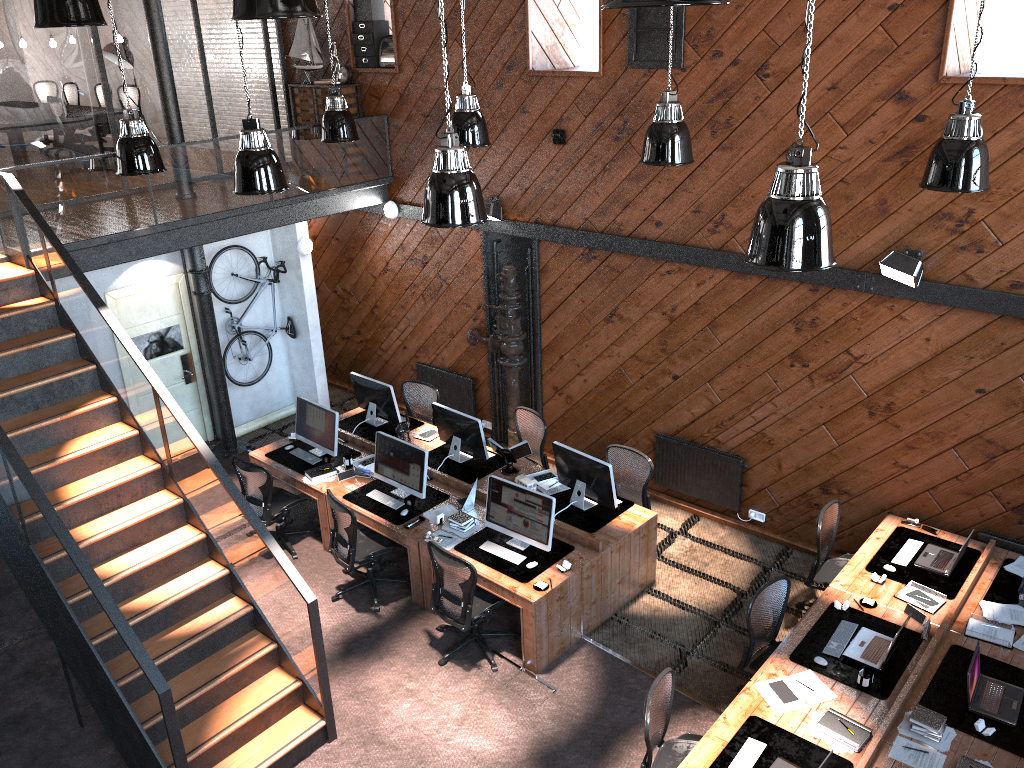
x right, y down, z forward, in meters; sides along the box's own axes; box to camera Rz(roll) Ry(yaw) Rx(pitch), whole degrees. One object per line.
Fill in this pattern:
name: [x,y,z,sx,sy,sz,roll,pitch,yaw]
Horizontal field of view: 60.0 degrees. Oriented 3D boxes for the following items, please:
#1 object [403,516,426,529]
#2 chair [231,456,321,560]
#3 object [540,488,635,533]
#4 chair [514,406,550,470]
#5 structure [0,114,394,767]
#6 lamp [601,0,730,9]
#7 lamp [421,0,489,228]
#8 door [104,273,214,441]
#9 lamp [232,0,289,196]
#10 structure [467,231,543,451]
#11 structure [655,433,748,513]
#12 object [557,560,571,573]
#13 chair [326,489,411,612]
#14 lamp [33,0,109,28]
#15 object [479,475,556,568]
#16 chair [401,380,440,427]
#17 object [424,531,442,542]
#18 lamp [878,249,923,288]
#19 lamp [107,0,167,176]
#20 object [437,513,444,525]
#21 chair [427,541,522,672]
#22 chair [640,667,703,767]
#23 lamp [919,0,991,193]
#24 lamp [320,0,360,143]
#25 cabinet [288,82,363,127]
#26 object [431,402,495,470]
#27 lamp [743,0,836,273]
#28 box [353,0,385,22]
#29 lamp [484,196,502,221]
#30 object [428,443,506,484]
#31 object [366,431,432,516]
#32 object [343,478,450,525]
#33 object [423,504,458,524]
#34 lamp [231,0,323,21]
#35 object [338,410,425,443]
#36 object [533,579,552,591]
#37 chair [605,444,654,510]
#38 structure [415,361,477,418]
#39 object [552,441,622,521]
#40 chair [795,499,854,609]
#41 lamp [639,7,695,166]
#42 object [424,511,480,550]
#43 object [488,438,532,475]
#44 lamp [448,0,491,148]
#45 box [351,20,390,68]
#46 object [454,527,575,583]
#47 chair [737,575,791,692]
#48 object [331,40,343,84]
object: [-0.897,1.272,8.140,0.089,0.031,0.215,16,29,37]
chair: [-2.473,1.166,9.108,0.770,1.085,0.792,6,24,18]
object: [0.626,1.129,8.372,0.848,0.008,0.687,17,30,39]
chair: [0.069,0.859,9.610,0.770,1.085,0.792,16,29,36]
structure: [-3.877,0.659,7.544,5.793,4.603,10.620,16,29,37]
lamp: [0.536,-1.625,3.050,0.445,0.605,0.445,15,28,35]
lamp: [-0.419,-2.174,5.414,0.445,2.372,0.445,-13,25,-24]
door: [-4.286,-0.155,10.890,0.064,2.268,1.013,16,29,37]
lamp: [-2.072,-2.660,6.723,0.445,2.372,0.445,-1,23,3]
structure: [-0.052,-0.451,10.631,0.500,2.745,1.003,-22,30,-39]
structure: [1.967,0.943,9.327,1.064,0.628,0.073,16,29,37]
object: [0.431,1.518,7.387,0.106,0.063,0.082,-16,26,-29]
chair: [-1.389,1.450,8.330,0.770,1.085,0.792,16,29,36]
lamp: [-2.910,-2.630,5.722,0.445,0.605,0.445,15,28,35]
object: [0.084,1.139,7.688,0.714,0.573,0.610,16,29,36]
chair: [-1.158,0.560,10.434,0.770,1.085,0.792,6,24,18]
object: [-0.702,1.352,7.886,0.159,0.064,0.054,10,26,26]
lamp: [3.172,-0.941,7.241,0.328,0.287,0.283,16,29,37]
lamp: [-3.513,-3.080,7.854,0.445,2.372,0.445,15,28,35]
object: [-0.656,1.237,8.111,0.034,0.102,0.076,17,29,38]
chair: [-0.355,1.758,7.503,0.770,1.085,0.792,10,26,27]
chair: [1.146,2.440,5.742,0.792,1.085,0.770,2,23,9]
lamp: [2.987,-2.443,5.615,0.445,2.372,0.445,15,28,35]
lamp: [-1.974,-3.833,9.511,0.445,2.372,0.445,-1,23,3]
cabinet: [-2.325,-3.233,11.224,0.957,1.081,0.365,16,29,37]
object: [-0.507,0.517,9.234,0.642,0.578,0.772,-3,23,-2]
lamp: [1.358,-1.716,4.027,0.445,2.372,0.445,-3,23,-1]
box: [-1.703,-4.458,10.577,0.313,0.241,0.213,16,29,37]
lamp: [-0.272,-1.961,9.983,0.328,0.260,0.262,16,29,37]
object: [-0.523,0.800,9.260,0.848,0.008,0.687,17,30,39]
object: [-1.101,0.850,8.488,0.654,0.576,0.735,-3,23,-1]
object: [-1.125,1.095,8.610,0.848,0.008,0.687,17,30,39]
object: [-0.655,1.215,8.288,0.315,0.002,0.246,-17,27,-31]
lamp: [-1.195,-2.124,4.364,0.445,0.605,0.445,15,28,35]
object: [-1.525,0.458,10.165,0.848,0.008,0.687,17,30,39]
object: [0.247,1.629,7.186,0.154,0.026,0.158,-3,23,-2]
chair: [1.039,1.210,8.685,0.770,1.085,0.792,10,26,27]
structure: [-0.849,0.114,11.559,1.064,0.628,0.073,16,29,37]
object: [0.695,0.884,8.250,0.663,0.578,0.811,0,23,6]
chair: [2.884,1.591,7.611,0.792,1.085,0.770,6,24,18]
lamp: [1.249,-2.944,6.937,0.445,2.372,0.445,-18,28,-33]
object: [-0.535,1.295,7.960,0.319,0.098,0.478,15,28,36]
object: [-0.027,0.706,8.944,0.417,0.380,0.304,3,23,13]
lamp: [-0.468,-3.448,8.290,0.445,2.372,0.445,-7,23,-10]
box: [-1.704,-4.101,10.708,0.374,0.519,0.299,16,29,37]
object: [0.018,1.427,7.715,0.848,0.008,0.687,17,30,39]
chair: [2.076,2.039,6.615,0.792,1.085,0.770,10,26,27]
object: [-2.137,-3.885,10.701,0.145,0.487,0.144,-22,30,-38]
